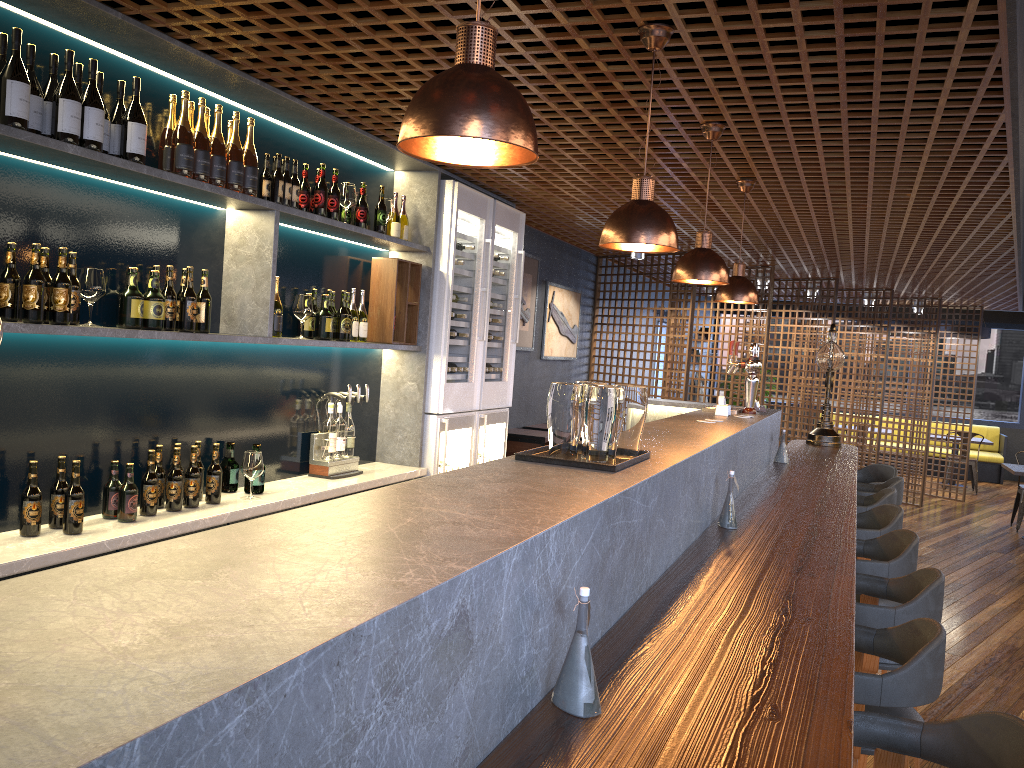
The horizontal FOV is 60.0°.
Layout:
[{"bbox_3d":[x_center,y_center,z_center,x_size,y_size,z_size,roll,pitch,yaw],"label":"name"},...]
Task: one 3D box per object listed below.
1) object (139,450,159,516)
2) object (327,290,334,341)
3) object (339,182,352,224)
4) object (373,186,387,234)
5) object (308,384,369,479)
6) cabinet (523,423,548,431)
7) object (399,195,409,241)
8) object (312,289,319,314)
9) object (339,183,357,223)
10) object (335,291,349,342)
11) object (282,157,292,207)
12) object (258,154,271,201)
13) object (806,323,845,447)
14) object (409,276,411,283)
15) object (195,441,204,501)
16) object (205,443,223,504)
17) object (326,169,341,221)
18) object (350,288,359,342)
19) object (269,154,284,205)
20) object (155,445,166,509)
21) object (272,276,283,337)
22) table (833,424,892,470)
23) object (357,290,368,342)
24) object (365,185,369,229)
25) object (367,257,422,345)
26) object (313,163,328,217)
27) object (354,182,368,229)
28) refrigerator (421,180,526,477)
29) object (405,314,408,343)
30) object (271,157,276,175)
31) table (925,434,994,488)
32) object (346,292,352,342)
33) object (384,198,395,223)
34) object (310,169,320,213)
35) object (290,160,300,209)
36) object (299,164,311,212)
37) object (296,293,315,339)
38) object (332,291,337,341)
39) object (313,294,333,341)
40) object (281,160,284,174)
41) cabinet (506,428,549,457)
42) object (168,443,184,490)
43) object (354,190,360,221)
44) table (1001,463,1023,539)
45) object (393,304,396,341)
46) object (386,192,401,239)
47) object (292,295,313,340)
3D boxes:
[{"bbox_3d":[-1.398,0.380,3.423,0.063,0.254,0.063,2,3,-41],"label":"object"},{"bbox_3d":[-0.927,-0.347,4.468,0.063,0.254,0.063,2,3,-41],"label":"object"},{"bbox_3d":[-0.877,-0.934,4.678,0.063,0.254,0.063,2,3,-41],"label":"object"},{"bbox_3d":[-0.696,-0.922,4.700,0.063,0.254,0.063,2,3,-41],"label":"object"},{"bbox_3d":[-0.910,0.239,4.720,0.204,0.492,0.310,5,3,21],"label":"object"},{"bbox_3d":[0.379,0.887,7.860,0.473,1.007,0.553,5,3,21],"label":"cabinet"},{"bbox_3d":[-0.633,-0.948,5.122,0.079,0.281,0.079,4,3,-10],"label":"object"},{"bbox_3d":[-1.007,-0.354,4.490,0.063,0.254,0.063,3,3,-16],"label":"object"},{"bbox_3d":[-0.828,-0.896,4.435,0.097,0.206,0.097,4,3,-10],"label":"object"},{"bbox_3d":[-0.850,-0.341,4.445,0.063,0.254,0.063,5,3,24],"label":"object"},{"bbox_3d":[-1.011,-0.898,3.958,0.056,0.227,0.056,4,2,-2],"label":"object"},{"bbox_3d":[-1.090,-0.903,3.924,0.056,0.227,0.056,5,3,23],"label":"object"},{"bbox_3d":[2.465,0.006,6.893,0.263,0.944,0.566,5,3,14],"label":"object"},{"bbox_3d":[-0.636,-0.578,5.127,0.097,0.206,0.097,3,3,-29],"label":"object"},{"bbox_3d":[-1.344,0.369,3.777,0.063,0.254,0.063,4,2,3],"label":"object"},{"bbox_3d":[-1.253,0.377,3.737,0.063,0.254,0.063,5,3,8],"label":"object"},{"bbox_3d":[-0.866,-0.917,4.317,0.063,0.254,0.063,4,3,-7],"label":"object"},{"bbox_3d":[-0.850,-0.367,4.704,0.079,0.281,0.079,4,3,-5],"label":"object"},{"bbox_3d":[-1.033,-0.898,3.902,0.056,0.227,0.056,3,3,-17],"label":"object"},{"bbox_3d":[-1.426,0.372,3.570,0.063,0.254,0.063,3,3,-17],"label":"object"},{"bbox_3d":[-1.093,-0.356,4.082,0.079,0.281,0.079,4,2,0],"label":"object"},{"bbox_3d":[5.695,1.108,14.490,0.887,0.763,0.906,5,3,21],"label":"table"},{"bbox_3d":[-0.815,-0.368,4.792,0.079,0.281,0.079,5,3,15],"label":"object"},{"bbox_3d":[-0.795,-0.930,4.723,0.063,0.254,0.063,3,3,-16],"label":"object"},{"bbox_3d":[-0.669,-0.467,5.062,0.161,0.475,0.300,5,3,21],"label":"object"},{"bbox_3d":[-0.904,-0.915,4.200,0.063,0.254,0.063,5,3,18],"label":"object"},{"bbox_3d":[-0.786,-0.925,4.634,0.063,0.254,0.063,3,3,-27],"label":"object"},{"bbox_3d":[-0.363,-0.161,5.810,0.454,2.109,1.159,5,3,21],"label":"refrigerator"},{"bbox_3d":[-0.653,-0.345,5.137,0.097,0.206,0.097,3,3,-29],"label":"object"},{"bbox_3d":[-1.068,-0.903,3.979,0.056,0.227,0.056,3,3,-17],"label":"object"},{"bbox_3d":[6.995,1.225,13.984,0.887,0.763,0.906,5,3,21],"label":"table"},{"bbox_3d":[-0.857,-0.347,4.576,0.063,0.254,0.063,3,3,-16],"label":"object"},{"bbox_3d":[-0.690,-0.903,4.831,0.097,0.206,0.097,4,3,-10],"label":"object"},{"bbox_3d":[-0.954,-0.925,4.350,0.063,0.254,0.063,5,3,8],"label":"object"},{"bbox_3d":[-0.989,-0.899,4.016,0.056,0.227,0.056,5,3,8],"label":"object"},{"bbox_3d":[-0.995,-0.924,4.242,0.063,0.254,0.063,3,3,-17],"label":"object"},{"bbox_3d":[-1.013,-0.335,4.376,0.088,0.224,0.088,5,3,16],"label":"object"},{"bbox_3d":[-0.937,-0.354,4.598,0.063,0.254,0.063,6,3,29],"label":"object"},{"bbox_3d":[-0.916,-0.325,4.322,0.088,0.224,0.088,4,3,-9],"label":"object"},{"bbox_3d":[-1.046,-0.904,4.037,0.056,0.227,0.056,5,3,23],"label":"object"},{"bbox_3d":[0.126,0.897,7.212,0.473,1.007,0.553,5,3,21],"label":"cabinet"},{"bbox_3d":[-1.385,0.371,3.657,0.063,0.254,0.063,4,3,-7],"label":"object"},{"bbox_3d":[-0.824,-0.936,4.823,0.063,0.254,0.063,6,3,29],"label":"object"},{"bbox_3d":[5.850,1.331,9.631,0.887,0.763,0.906,5,3,21],"label":"table"},{"bbox_3d":[-0.699,-0.420,4.998,0.092,0.369,0.091,4,3,-10],"label":"object"},{"bbox_3d":[-0.667,-0.947,5.033,0.079,0.281,0.079,6,3,30],"label":"object"},{"bbox_3d":[-0.993,-0.317,4.199,0.097,0.206,0.097,4,3,-10],"label":"object"}]
